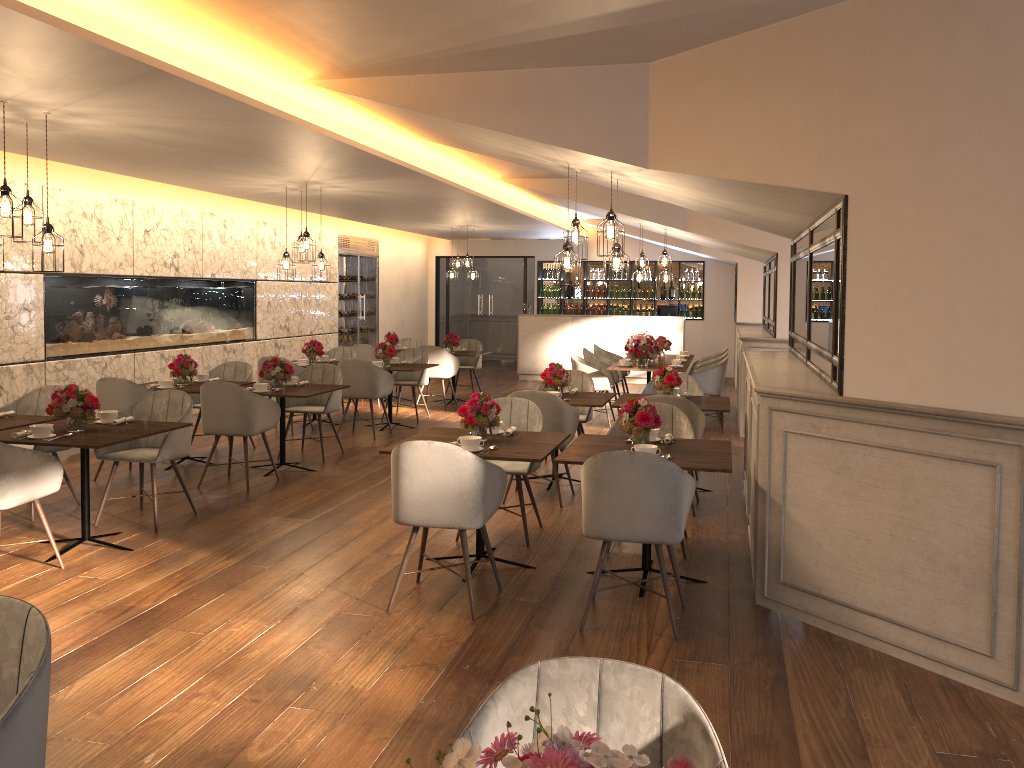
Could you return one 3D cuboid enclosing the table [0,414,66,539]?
[{"bbox_3d":[-3.541,0.609,5.637,0.896,0.719,0.899,2,5,14],"label":"table"}]

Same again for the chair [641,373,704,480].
[{"bbox_3d":[1.418,0.355,7.826,0.565,0.870,0.528,1,4,14],"label":"chair"}]

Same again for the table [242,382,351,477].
[{"bbox_3d":[-2.026,0.400,7.819,0.896,0.719,0.899,2,5,14],"label":"table"}]

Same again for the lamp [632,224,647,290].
[{"bbox_3d":[1.628,-2.226,11.213,0.175,2.065,0.175,1,3,15],"label":"lamp"}]

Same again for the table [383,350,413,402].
[{"bbox_3d":[-1.770,-0.124,12.953,0.896,0.719,0.899,2,5,14],"label":"table"}]

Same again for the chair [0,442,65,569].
[{"bbox_3d":[-2.814,0.627,4.784,0.565,0.870,0.528,1,4,14],"label":"chair"}]

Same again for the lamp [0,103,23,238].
[{"bbox_3d":[-2.933,-1.886,5.101,0.175,2.065,0.175,1,3,15],"label":"lamp"}]

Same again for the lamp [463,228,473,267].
[{"bbox_3d":[-0.712,-2.823,14.275,0.175,2.065,0.175,1,3,15],"label":"lamp"}]

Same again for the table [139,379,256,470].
[{"bbox_3d":[-2.959,0.368,8.044,0.896,0.719,0.899,2,5,14],"label":"table"}]

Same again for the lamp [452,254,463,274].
[{"bbox_3d":[-0.903,-2.885,14.867,0.175,2.065,0.175,1,3,15],"label":"lamp"}]

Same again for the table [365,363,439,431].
[{"bbox_3d":[-1.420,0.149,10.322,0.896,0.719,0.899,2,5,14],"label":"table"}]

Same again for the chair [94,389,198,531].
[{"bbox_3d":[-2.487,0.499,6.070,0.565,0.870,0.528,1,4,14],"label":"chair"}]

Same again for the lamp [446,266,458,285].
[{"bbox_3d":[-0.982,-2.660,14.556,0.175,2.065,0.175,1,3,15],"label":"lamp"}]

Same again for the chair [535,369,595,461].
[{"bbox_3d":[0.485,0.323,8.051,0.565,0.870,0.528,1,4,14],"label":"chair"}]

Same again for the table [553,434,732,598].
[{"bbox_3d":[0.750,0.723,4.911,0.896,0.719,0.899,2,5,14],"label":"table"}]

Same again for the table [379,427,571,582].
[{"bbox_3d":[-0.182,0.691,5.136,0.896,0.719,0.899,2,5,14],"label":"table"}]

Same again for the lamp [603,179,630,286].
[{"bbox_3d":[0.739,-1.717,6.159,0.175,2.065,0.175,1,3,15],"label":"lamp"}]

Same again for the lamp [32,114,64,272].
[{"bbox_3d":[-2.857,-1.725,5.429,0.175,2.065,0.175,1,3,15],"label":"lamp"}]

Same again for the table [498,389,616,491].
[{"bbox_3d":[0.364,0.465,7.394,0.896,0.719,0.899,2,5,14],"label":"table"}]

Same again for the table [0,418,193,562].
[{"bbox_3d":[-2.608,0.641,5.412,0.896,0.719,0.899,2,5,14],"label":"table"}]

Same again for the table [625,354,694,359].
[{"bbox_3d":[2.071,-0.031,12.390,0.896,0.719,0.899,2,5,14],"label":"table"}]

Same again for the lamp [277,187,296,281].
[{"bbox_3d":[-2.311,-2.092,9.066,0.175,2.065,0.175,1,3,15],"label":"lamp"}]

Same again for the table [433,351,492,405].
[{"bbox_3d":[-0.837,-0.092,12.729,0.896,0.719,0.899,2,5,14],"label":"table"}]

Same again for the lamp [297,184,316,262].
[{"bbox_3d":[-2.041,-2.255,8.785,0.175,2.065,0.175,1,3,15],"label":"lamp"}]

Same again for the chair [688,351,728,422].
[{"bbox_3d":[2.484,0.009,11.300,0.526,0.870,0.566,1,4,14],"label":"chair"}]

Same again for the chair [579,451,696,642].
[{"bbox_3d":[0.590,0.711,4.272,0.565,0.870,0.528,1,4,14],"label":"chair"}]

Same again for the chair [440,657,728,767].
[{"bbox_3d":[0.110,0.992,1.488,0.565,0.870,0.528,1,4,14],"label":"chair"}]

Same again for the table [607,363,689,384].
[{"bbox_3d":[1.629,0.152,10.565,0.896,0.719,0.899,2,5,14],"label":"table"}]

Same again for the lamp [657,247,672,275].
[{"bbox_3d":[1.899,-2.389,10.932,0.175,2.065,0.175,1,3,15],"label":"lamp"}]

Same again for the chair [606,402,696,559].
[{"bbox_3d":[0.871,0.581,5.569,0.565,0.870,0.528,1,4,14],"label":"chair"}]

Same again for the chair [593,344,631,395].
[{"bbox_3d":[1.410,-0.124,12.506,0.526,0.870,0.566,1,4,14],"label":"chair"}]

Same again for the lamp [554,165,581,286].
[{"bbox_3d":[0.394,-1.715,6.112,0.175,2.065,0.175,1,3,15],"label":"lamp"}]

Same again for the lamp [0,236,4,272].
[{"bbox_3d":[-3.203,-1.723,5.382,0.175,2.065,0.175,1,3,15],"label":"lamp"}]

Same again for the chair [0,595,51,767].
[{"bbox_3d":[-1.266,0.945,1.820,0.565,0.870,0.528,1,4,14],"label":"chair"}]

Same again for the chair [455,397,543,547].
[{"bbox_3d":[-0.061,0.549,5.794,0.565,0.870,0.528,1,4,14],"label":"chair"}]

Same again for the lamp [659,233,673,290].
[{"bbox_3d":[1.974,-2.228,11.259,0.175,2.065,0.175,1,3,15],"label":"lamp"}]

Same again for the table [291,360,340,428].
[{"bbox_3d":[-2.352,0.117,10.547,0.896,0.719,0.899,2,5,14],"label":"table"}]

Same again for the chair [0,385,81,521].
[{"bbox_3d":[-3.420,0.467,6.295,0.565,0.870,0.528,1,4,14],"label":"chair"}]

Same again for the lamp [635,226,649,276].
[{"bbox_3d":[1.707,-2.451,11.523,0.175,2.065,0.175,1,3,15],"label":"lamp"}]

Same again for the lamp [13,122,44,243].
[{"bbox_3d":[-3.124,-1.948,5.693,0.175,2.065,0.175,1,3,15],"label":"lamp"}]

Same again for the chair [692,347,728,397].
[{"bbox_3d":[2.705,-0.082,12.212,0.526,0.870,0.566,1,4,14],"label":"chair"}]

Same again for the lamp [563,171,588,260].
[{"bbox_3d":[0.473,-1.940,6.423,0.175,2.065,0.175,1,3,15],"label":"lamp"}]

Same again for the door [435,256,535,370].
[{"bbox_3d":[-0.538,-1.464,18.271,2.106,2.328,0.274,2,3,14],"label":"door"}]

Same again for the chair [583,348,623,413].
[{"bbox_3d":[1.189,-0.033,11.594,0.526,0.870,0.566,1,4,14],"label":"chair"}]

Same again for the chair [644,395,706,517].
[{"bbox_3d":[1.136,0.485,6.529,0.565,0.870,0.528,1,4,14],"label":"chair"}]

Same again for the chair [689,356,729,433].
[{"bbox_3d":[2.264,0.100,10.388,0.526,0.870,0.566,1,4,14],"label":"chair"}]

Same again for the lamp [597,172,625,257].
[{"bbox_3d":[0.664,-1.878,5.831,0.175,2.065,0.175,1,3,15],"label":"lamp"}]

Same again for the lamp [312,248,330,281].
[{"bbox_3d":[-1.966,-2.094,9.112,0.175,2.065,0.175,1,3,15],"label":"lamp"}]

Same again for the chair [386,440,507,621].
[{"bbox_3d":[-0.343,0.679,4.497,0.565,0.870,0.528,1,4,14],"label":"chair"}]

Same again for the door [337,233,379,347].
[{"bbox_3d":[-2.570,-1.246,14.919,0.134,2.462,1.863,1,4,13],"label":"door"}]

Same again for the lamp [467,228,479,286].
[{"bbox_3d":[-0.636,-2.662,14.603,0.175,2.065,0.175,1,3,15],"label":"lamp"}]

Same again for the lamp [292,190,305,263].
[{"bbox_3d":[-2.232,-2.317,9.376,0.175,2.065,0.175,1,3,15],"label":"lamp"}]

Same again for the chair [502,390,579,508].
[{"bbox_3d":[0.204,0.453,6.754,0.565,0.870,0.528,1,4,14],"label":"chair"}]

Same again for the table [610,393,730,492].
[{"bbox_3d":[1.297,0.497,7.168,0.896,0.719,0.899,2,5,14],"label":"table"}]

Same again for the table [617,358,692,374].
[{"bbox_3d":[1.850,0.061,11.478,0.896,0.719,0.899,2,5,14],"label":"table"}]

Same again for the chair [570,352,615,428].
[{"bbox_3d":[0.968,0.058,10.682,0.526,0.870,0.566,1,4,14],"label":"chair"}]
